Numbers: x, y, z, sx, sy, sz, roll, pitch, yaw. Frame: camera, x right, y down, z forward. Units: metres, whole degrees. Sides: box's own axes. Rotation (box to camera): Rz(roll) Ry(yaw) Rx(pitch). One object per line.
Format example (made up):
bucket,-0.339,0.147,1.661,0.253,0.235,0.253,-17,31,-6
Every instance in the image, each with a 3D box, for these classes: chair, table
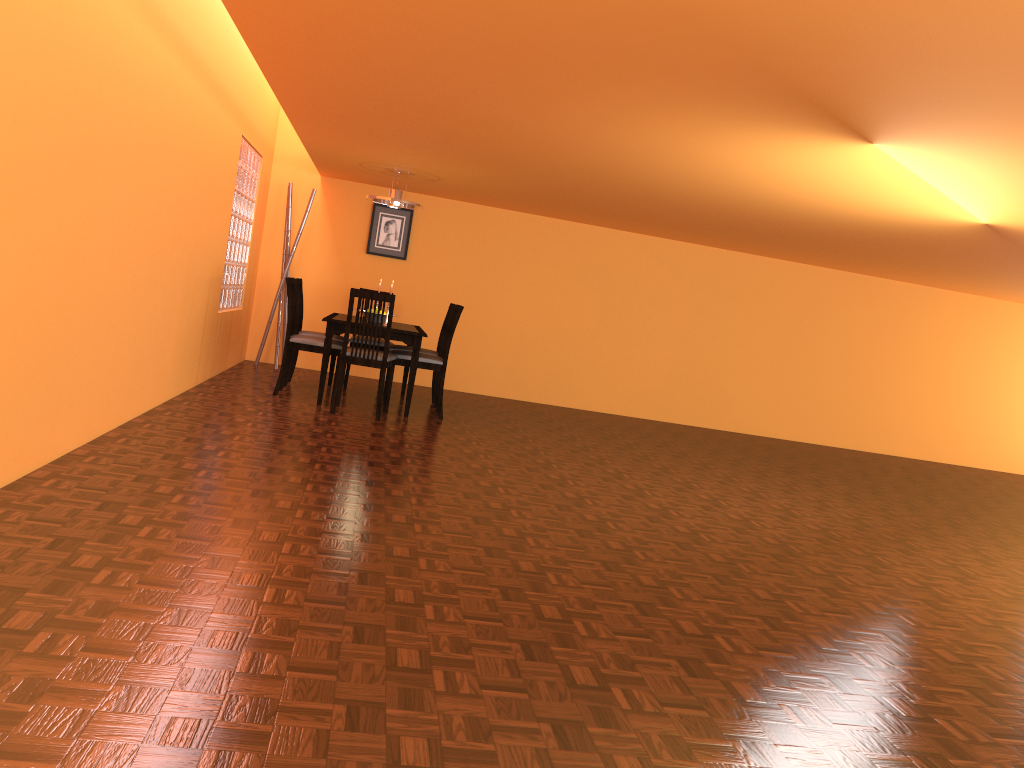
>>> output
chair,-1.380,-0.303,6.130,0.465,0.809,0.373,9,5,-9
chair,-1.141,-0.355,7.196,0.373,0.809,0.465,8,5,-14
chair,-0.941,-0.199,5.756,0.373,0.809,0.465,9,5,-4
chair,-0.713,-0.252,6.817,0.465,0.809,0.373,9,5,-9
chair,-0.631,-0.190,6.250,0.465,0.809,0.373,9,5,-9
chair,-1.462,-0.365,6.698,0.465,0.809,0.373,9,5,-9
table,-1.034,-0.162,6.481,0.697,0.584,1.259,9,5,-9

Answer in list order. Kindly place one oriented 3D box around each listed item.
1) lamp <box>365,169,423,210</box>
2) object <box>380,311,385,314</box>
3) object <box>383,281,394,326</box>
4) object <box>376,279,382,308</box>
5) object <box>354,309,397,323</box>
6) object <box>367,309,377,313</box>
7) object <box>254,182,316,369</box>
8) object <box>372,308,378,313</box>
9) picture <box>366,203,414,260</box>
lamp,-0.871,-1.468,6.687,0.435,0.274,0.435,10,5,13
object,-0.929,-0.500,6.330,0.046,0.046,0.055,7,5,-26
object,-0.851,-0.566,6.156,0.044,0.326,0.044,8,5,-20
object,-1.010,-0.637,6.676,0.044,0.326,0.044,8,5,-20
object,-0.988,-0.482,6.412,0.337,0.072,0.337,5,7,-43
object,-1.011,-0.498,6.379,0.089,0.076,0.087,9,5,-3
object,-1.941,-0.916,7.623,0.308,1.589,0.226,10,5,13
object,-0.995,-0.525,6.480,0.069,0.066,0.069,9,5,1
picture,-1.093,-1.365,7.951,0.361,0.456,0.014,9,5,-9
